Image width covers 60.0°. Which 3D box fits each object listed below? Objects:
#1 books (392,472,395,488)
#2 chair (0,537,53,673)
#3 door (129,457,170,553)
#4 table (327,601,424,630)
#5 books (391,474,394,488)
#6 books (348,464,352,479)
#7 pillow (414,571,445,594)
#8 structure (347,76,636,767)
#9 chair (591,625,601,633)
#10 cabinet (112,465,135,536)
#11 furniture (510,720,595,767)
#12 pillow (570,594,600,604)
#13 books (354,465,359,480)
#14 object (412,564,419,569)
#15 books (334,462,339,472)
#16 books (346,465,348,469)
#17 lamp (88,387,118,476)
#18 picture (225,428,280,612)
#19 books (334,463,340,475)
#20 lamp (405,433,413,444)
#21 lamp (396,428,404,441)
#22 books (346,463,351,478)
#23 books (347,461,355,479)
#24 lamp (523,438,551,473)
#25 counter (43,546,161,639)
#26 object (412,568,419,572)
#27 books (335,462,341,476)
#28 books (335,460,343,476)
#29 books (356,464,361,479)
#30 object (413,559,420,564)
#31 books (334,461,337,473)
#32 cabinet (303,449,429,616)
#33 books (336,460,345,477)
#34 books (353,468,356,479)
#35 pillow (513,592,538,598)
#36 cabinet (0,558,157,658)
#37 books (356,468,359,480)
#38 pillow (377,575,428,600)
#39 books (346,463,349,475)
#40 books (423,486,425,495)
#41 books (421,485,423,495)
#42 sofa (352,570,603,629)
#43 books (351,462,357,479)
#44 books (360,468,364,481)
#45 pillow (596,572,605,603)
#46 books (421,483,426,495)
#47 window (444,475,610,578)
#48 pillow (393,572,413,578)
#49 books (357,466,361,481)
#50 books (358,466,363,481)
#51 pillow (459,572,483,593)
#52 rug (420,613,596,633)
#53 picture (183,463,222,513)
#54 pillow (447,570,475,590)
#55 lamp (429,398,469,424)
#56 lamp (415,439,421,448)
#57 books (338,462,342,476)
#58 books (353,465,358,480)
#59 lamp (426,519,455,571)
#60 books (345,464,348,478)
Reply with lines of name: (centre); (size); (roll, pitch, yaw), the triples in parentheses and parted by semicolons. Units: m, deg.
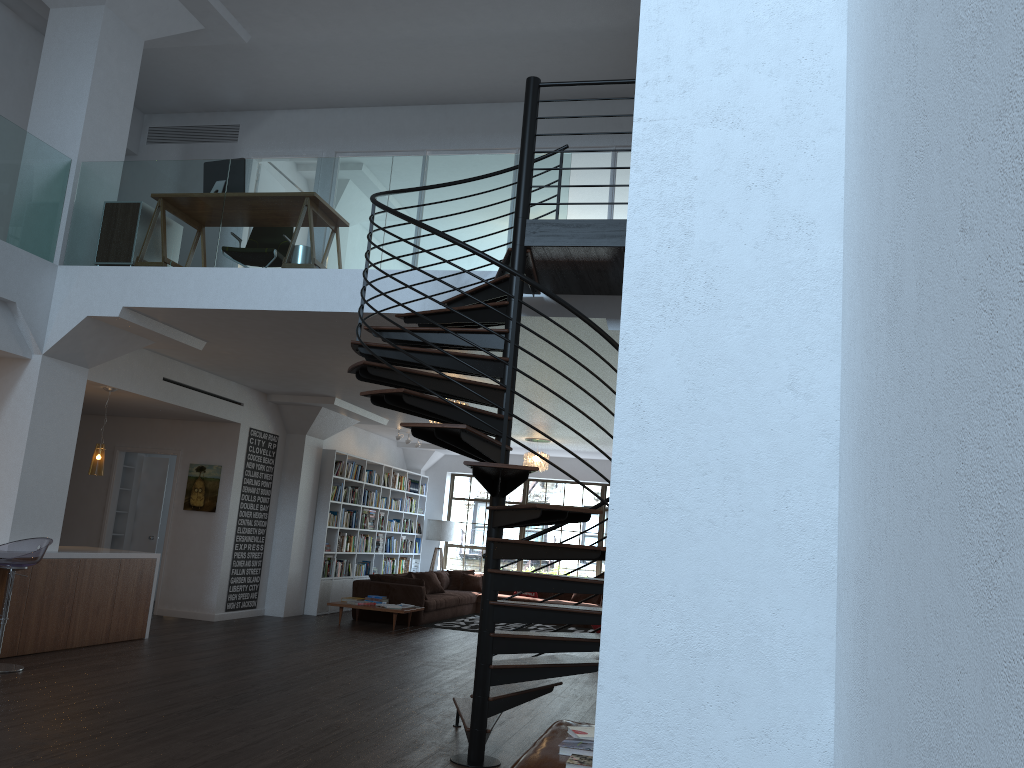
books: (-2.169, 1.701, 15.739); (0.140, 0.298, 0.044); (2, -10, 13)
chair: (-3.925, 1.685, 6.887); (0.481, 1.014, 0.530); (2, -10, 15)
door: (-5.329, 2.033, 12.477); (0.826, 2.032, 0.174); (2, -10, 13)
table: (-1.877, 3.186, 12.219); (1.100, 0.271, 0.853); (2, -10, 13)
books: (-2.199, 1.715, 15.690); (0.189, 0.247, 0.057); (2, -10, 13)
books: (-2.609, 1.360, 13.864); (0.174, 0.242, 0.105); (2, -10, 13)
pillow: (-1.378, 3.297, 14.673); (0.325, 0.391, 0.625); (-1, -12, 29)
structure: (-0.034, 0.086, 5.597); (1.998, 4.352, 1.998); (10, -11, -25)
chair: (1.422, 2.966, 11.517); (0.801, 1.006, 0.798); (-3, -13, 38)
cabinet: (-5.367, 1.687, 13.235); (0.527, 2.991, 2.630); (2, -10, 13)
furniture: (0.435, 1.740, 3.503); (0.907, 0.453, 1.819); (2, -10, 13)
pillow: (1.300, 3.671, 15.602); (0.542, 0.362, 0.248); (-2, -12, 34)
books: (-2.546, 1.404, 14.107); (0.182, 0.253, 0.098); (2, -10, 13)
object: (-1.995, 3.495, 17.053); (0.331, 0.088, 0.410); (2, -10, 13)
books: (-2.730, 1.266, 13.325); (0.182, 0.215, 0.188); (2, -10, 13)
books: (-2.644, 1.342, 13.706); (0.161, 0.218, 0.101); (2, -10, 13)
lamp: (-4.201, 0.487, 9.107); (0.149, 0.900, 0.149); (11, -12, -31)
picture: (-3.471, 1.818, 11.910); (0.021, 2.380, 0.800); (2, -10, 14)
books: (-2.719, 1.286, 13.413); (0.167, 0.210, 0.162); (2, -10, 13)
lamp: (-1.791, 0.947, 15.390); (0.120, 0.211, 0.111); (10, -11, -27)
lamp: (-1.902, 0.852, 14.906); (0.120, 0.211, 0.111); (14, -13, -42)
books: (-2.623, 1.346, 13.814); (0.170, 0.251, 0.118); (2, -10, 13)
books: (-2.593, 1.352, 13.953); (0.176, 0.293, 0.125); (2, -10, 13)
lamp: (0.409, 1.196, 14.762); (0.442, 0.539, 0.441); (12, -12, -34)
counter: (-4.107, 1.473, 5.323); (3.039, 0.860, 8.182); (8, -10, -16)
object: (-2.002, 3.581, 17.037); (0.331, 0.088, 0.410); (2, -10, 13)
books: (-2.697, 1.294, 13.474); (0.161, 0.218, 0.101); (2, -10, 13)
books: (-2.687, 1.291, 13.541); (0.159, 0.248, 0.089); (2, -10, 13)
books: (-2.541, 1.422, 14.249); (0.180, 0.265, 0.103); (2, -10, 13)
object: (-1.995, 3.408, 17.070); (0.316, 0.088, 0.410); (2, -10, 13)
books: (-2.740, 1.271, 13.383); (0.182, 0.226, 0.173); (2, -10, 13)
cabinet: (-2.462, 2.580, 15.232); (0.461, 2.414, 4.500); (2, -10, 13)
books: (-2.676, 1.297, 13.582); (0.170, 0.251, 0.118); (2, -10, 13)
books: (-2.568, 1.406, 14.043); (0.161, 0.222, 0.083); (2, -10, 13)
pillow: (0.270, 3.683, 15.959); (0.465, 0.308, 0.220); (3, -10, 9)
cabinet: (-4.644, 1.764, 7.084); (0.898, 0.796, 4.493); (2, -10, 13)
books: (-2.546, 1.410, 14.154); (0.182, 0.255, 0.077); (2, -10, 13)
pillow: (-1.608, 3.003, 13.014); (0.750, 0.364, 0.289); (3, -10, 13)
books: (-2.634, 1.339, 13.773); (0.159, 0.248, 0.089); (2, -10, 13)
books: (-1.786, 2.088, 17.434); (0.139, 0.191, 0.036); (2, -10, 13)
books: (-1.823, 2.065, 17.298); (0.134, 0.184, 0.030); (2, -10, 13)
sofa: (-0.193, 3.519, 14.419); (3.481, 0.664, 4.197); (2, -10, 13)
books: (-2.583, 1.365, 14.014); (0.197, 0.290, 0.136); (2, -10, 13)
books: (-2.504, 1.460, 14.356); (0.167, 0.233, 0.077); (2, -10, 13)
pillow: (1.543, 3.629, 15.727); (0.651, 0.587, 0.335); (6, -10, -7)
books: (-1.780, 2.076, 17.477); (0.140, 0.231, 0.042); (2, -10, 13)
window: (0.971, 2.890, 17.459); (4.648, 1.905, 0.114); (2, -10, 13)
pillow: (-1.583, 3.010, 13.285); (0.269, 0.411, 0.559); (11, -12, -30)
books: (-2.531, 1.424, 14.190); (0.174, 0.243, 0.085); (2, -10, 13)
books: (-2.510, 1.437, 14.289); (0.182, 0.255, 0.077); (2, -10, 13)
pillow: (-0.742, 3.599, 16.058); (0.489, 0.337, 0.238); (8, -10, -17)
rug: (0.987, 3.802, 13.563); (4.200, 0.007, 3.100); (2, -10, 15)
picture: (-3.993, 1.339, 11.445); (0.450, 0.600, 0.030); (2, -10, 13)
pillow: (-0.905, 3.591, 16.198); (0.580, 0.418, 0.334); (7, -10, -13)
lamp: (-0.694, 0.241, 9.915); (0.442, 0.539, 0.441); (12, -12, -34)
lamp: (-1.678, 1.045, 15.887); (0.120, 0.211, 0.111); (7, -10, -12)
books: (-2.687, 1.298, 13.507); (0.161, 0.222, 0.084); (2, -10, 13)
books: (-2.556, 1.399, 14.075); (0.159, 0.248, 0.089); (2, -10, 13)
lamp: (-1.450, 3.452, 17.263); (0.545, 1.579, 0.545); (4, -10, 2)
books: (-2.634, 1.347, 13.739); (0.161, 0.222, 0.084); (2, -10, 13)
